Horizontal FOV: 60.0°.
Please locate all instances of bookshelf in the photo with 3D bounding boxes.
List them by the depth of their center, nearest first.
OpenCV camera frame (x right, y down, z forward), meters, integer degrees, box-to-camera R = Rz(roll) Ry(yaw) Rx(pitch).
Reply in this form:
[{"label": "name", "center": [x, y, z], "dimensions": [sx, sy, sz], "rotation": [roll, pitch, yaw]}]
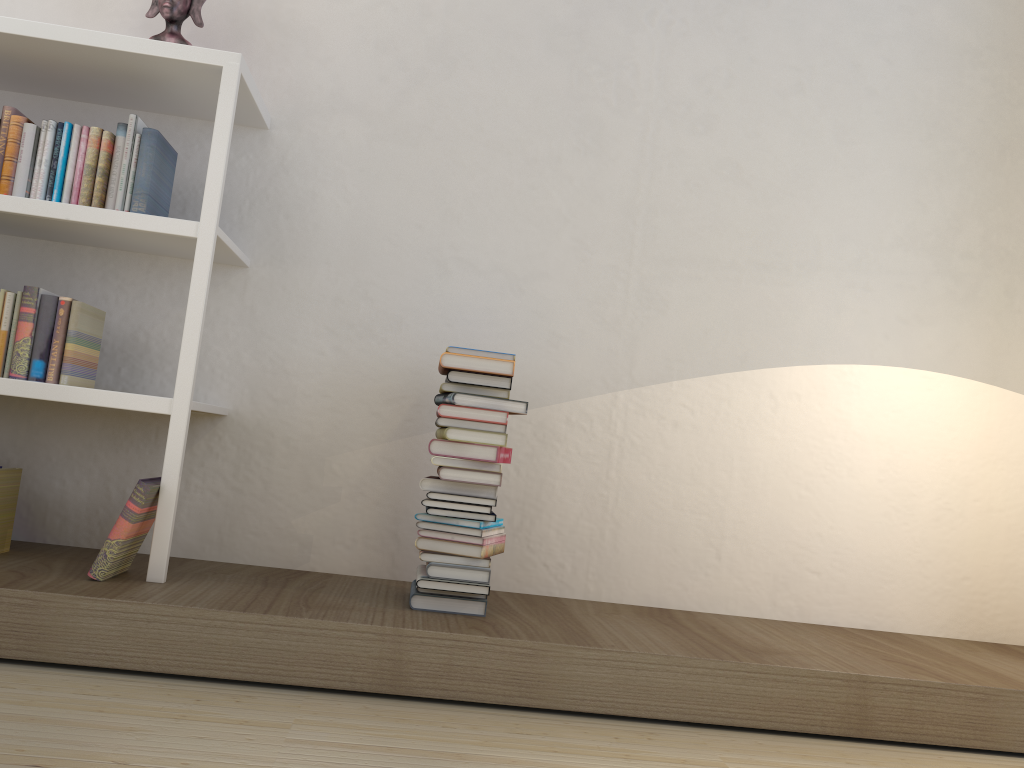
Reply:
[{"label": "bookshelf", "center": [-1.611, -0.270, 2.453], "dimensions": [1.599, 1.396, 0.465], "rotation": [7, -5, -5]}]

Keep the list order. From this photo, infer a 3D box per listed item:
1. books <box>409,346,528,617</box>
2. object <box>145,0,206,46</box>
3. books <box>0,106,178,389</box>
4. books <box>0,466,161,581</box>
[{"label": "books", "center": [-0.120, 0.261, 2.453], "dimensions": [0.270, 0.694, 0.329], "rotation": [7, -5, -5]}, {"label": "object", "center": [-0.966, -1.097, 2.559], "dimensions": [0.133, 0.409, 0.138], "rotation": [3, -6, 41]}, {"label": "books", "center": [-1.406, -0.393, 2.393], "dimensions": [0.831, 0.743, 0.215], "rotation": [7, -5, -5]}, {"label": "books", "center": [-1.458, 0.302, 2.321], "dimensions": [1.125, 0.281, 0.274], "rotation": [7, -5, 2]}]
